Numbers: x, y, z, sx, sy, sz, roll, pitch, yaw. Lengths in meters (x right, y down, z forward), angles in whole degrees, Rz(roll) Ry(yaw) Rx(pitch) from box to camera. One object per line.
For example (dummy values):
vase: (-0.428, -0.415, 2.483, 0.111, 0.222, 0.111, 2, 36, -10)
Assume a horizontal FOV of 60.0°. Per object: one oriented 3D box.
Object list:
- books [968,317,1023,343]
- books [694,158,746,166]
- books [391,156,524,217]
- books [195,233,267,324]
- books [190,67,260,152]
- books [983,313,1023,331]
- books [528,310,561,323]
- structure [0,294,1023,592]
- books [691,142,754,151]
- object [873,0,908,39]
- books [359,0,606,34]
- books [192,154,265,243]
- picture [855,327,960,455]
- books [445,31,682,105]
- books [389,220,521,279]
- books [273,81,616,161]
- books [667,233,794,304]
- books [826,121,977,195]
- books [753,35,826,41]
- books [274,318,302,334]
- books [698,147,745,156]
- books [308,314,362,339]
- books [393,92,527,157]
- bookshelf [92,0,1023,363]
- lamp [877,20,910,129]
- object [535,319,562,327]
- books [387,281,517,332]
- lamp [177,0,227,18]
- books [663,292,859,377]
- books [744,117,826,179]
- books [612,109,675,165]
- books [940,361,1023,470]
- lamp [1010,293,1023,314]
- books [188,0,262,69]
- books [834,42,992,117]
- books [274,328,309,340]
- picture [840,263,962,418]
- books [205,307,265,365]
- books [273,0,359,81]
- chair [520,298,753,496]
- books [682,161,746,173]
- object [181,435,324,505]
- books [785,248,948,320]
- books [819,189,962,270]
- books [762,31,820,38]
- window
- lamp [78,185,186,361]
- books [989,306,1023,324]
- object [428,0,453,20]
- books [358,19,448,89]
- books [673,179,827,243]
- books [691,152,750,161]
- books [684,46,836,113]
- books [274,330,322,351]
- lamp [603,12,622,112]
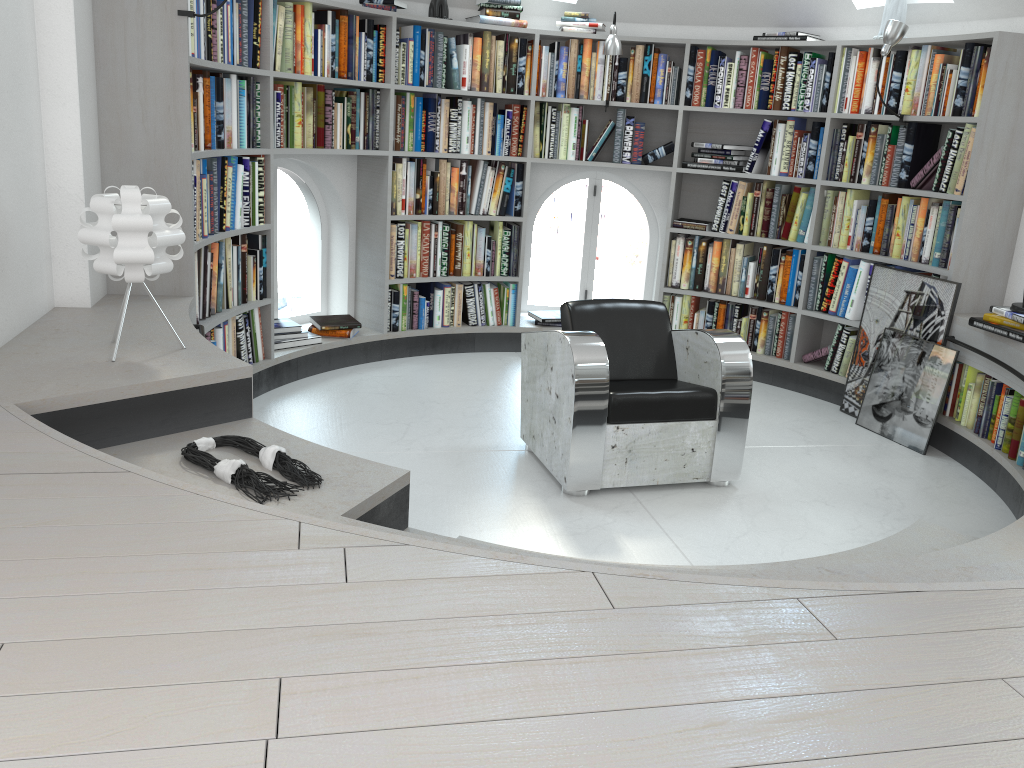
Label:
books: (2.395, -0.243, 4.082, 0.365, 0.042, 0.391, 0, 17, -12)
books: (1.337, -1.426, 5.686, 0.286, 0.031, 0.271, 10, 17, 21)
books: (-0.384, -1.258, 5.650, 0.998, 0.349, 0.299, -5, 18, -28)
books: (-1.470, -0.274, 3.998, 0.390, 0.690, 1.653, 3, 16, -3)
books: (-1.442, -1.249, 4.044, 0.303, 0.345, 1.096, 4, 16, 2)
books: (2.397, -0.278, 4.072, 0.286, 0.034, 0.306, -3, 18, -22)
books: (0.279, -0.464, 6.110, 0.268, 0.029, 0.255, -3, 18, -22)
structure: (0.482, 0.058, 3.918, 4.723, 0.688, 4.731, 14, 19, 31)
books: (1.343, -1.516, 5.662, 0.269, 0.031, 0.287, -7, 19, -32)
object: (2.095, -2.109, 4.820, 0.179, 0.469, 0.180, 3, 15, -4)
books: (-0.624, -2.167, 4.920, 2.821, 0.172, 0.751, -11, 22, -41)
books: (-1.426, -0.878, 4.112, 0.260, 0.356, 1.027, 5, 16, 4)
picture: (2.056, 0.029, 4.644, 0.107, 0.551, 0.493, -2, 17, -22)
books: (0.314, -1.999, 5.617, 1.565, 0.364, 0.397, 2, 16, -7)
books: (-0.398, -0.889, 5.756, 1.032, 0.355, 0.294, -5, 18, -27)
books: (-0.473, -1.560, 5.340, 2.532, 0.368, 0.594, -6, 19, -31)
books: (1.427, -0.761, 5.717, 0.874, 0.348, 0.273, 12, 18, 27)
books: (2.183, -1.243, 4.831, 0.279, 0.355, 1.059, -4, 18, -26)
books: (1.678, -2.064, 5.343, 0.337, 0.036, 0.318, 17, 21, 38)
books: (-1.367, -0.337, 5.156, 0.214, 0.036, 0.228, -8, 20, -35)
books: (1.341, -1.486, 5.670, 0.227, 0.036, 0.214, 16, 20, 35)
books: (-1.079, -0.349, 5.402, 0.318, 0.099, 0.294, 1, 16, -11)
books: (-0.378, -1.633, 5.590, 1.029, 0.356, 0.302, -4, 17, -26)
bookshelf: (0.246, -1.076, 5.023, 4.332, 1.866, 2.124, 0, 16, -13)
lamp: (2.022, -1.608, 4.618, 0.275, 0.521, 0.113, -2, 16, -22)
object: (0.277, -0.435, 6.117, 0.226, 0.036, 0.215, 5, 16, 4)
books: (-0.434, -0.539, 5.837, 1.020, 0.304, 0.289, -5, 18, -27)
lamp: (-1.106, -1.601, 3.514, 0.414, 0.309, 0.117, -1, 16, -16)
books: (1.614, -0.344, 5.626, 1.503, 0.309, 0.361, 17, 20, 37)
books: (1.726, -1.440, 5.402, 0.555, 0.348, 0.257, 14, 18, 32)
books: (0.868, -1.591, 5.738, 0.399, 0.338, 0.226, 6, 15, 7)
books: (2.330, 0.151, 4.108, 0.272, 0.296, 1.156, 4, 16, 1)
lamp: (2.457, -0.636, 3.979, 0.322, 0.655, 0.235, 4, 15, 2)
books: (-1.405, -1.615, 3.927, 0.300, 0.358, 1.040, 5, 16, 3)
books: (2.204, -1.615, 4.743, 0.293, 0.359, 1.020, -5, 18, -29)
books: (-1.369, -0.307, 5.164, 0.270, 0.031, 0.287, -8, 20, -35)
picture: (2.073, -0.176, 4.781, 0.090, 0.857, 0.582, -2, 16, -22)
books: (-1.503, -0.184, 4.362, 0.283, 0.317, 0.925, 5, 16, 5)
books: (-1.145, -1.845, 4.760, 0.270, 0.370, 0.796, 13, 18, 29)
chair: (0.528, 0.022, 4.032, 0.823, 0.714, 0.746, -1, 16, -18)
books: (1.335, -1.395, 5.694, 0.389, 0.042, 0.367, 12, 18, 26)
object: (-0.718, 0.221, 2.422, 0.475, 0.081, 0.219, 17, 21, 38)
books: (2.097, -0.526, 5.074, 0.304, 0.356, 1.191, -6, 19, -31)
books: (2.167, -0.874, 4.926, 0.276, 0.345, 1.027, -4, 18, -27)
books: (1.680, -2.091, 5.336, 0.233, 0.027, 0.249, -10, 21, -39)
window: (-0.461, -0.920, 5.822, 3.233, 1.142, 0.621, -4, 17, -26)
lamp: (-1.199, -0.359, 2.811, 0.306, 0.521, 0.308, -3, 17, -24)
books: (2.399, -0.309, 4.064, 0.269, 0.031, 0.288, 3, 16, -3)
object: (-0.421, -2.311, 5.306, 0.147, 0.263, 0.203, -1, 16, -16)
books: (-0.702, -1.953, 5.270, 0.683, 0.343, 0.266, -8, 19, -35)
books: (1.520, -1.108, 5.571, 0.976, 0.349, 0.253, 13, 18, 28)
books: (1.339, -1.456, 5.678, 0.287, 0.031, 0.270, 16, 20, 35)
books: (1.518, -1.861, 5.419, 0.972, 0.365, 0.307, 13, 18, 29)
books: (-1.371, -0.274, 5.173, 0.390, 0.042, 0.366, 19, 22, 41)
lamp: (0.584, -1.955, 5.404, 0.113, 0.562, 0.360, 2, 15, -6)
